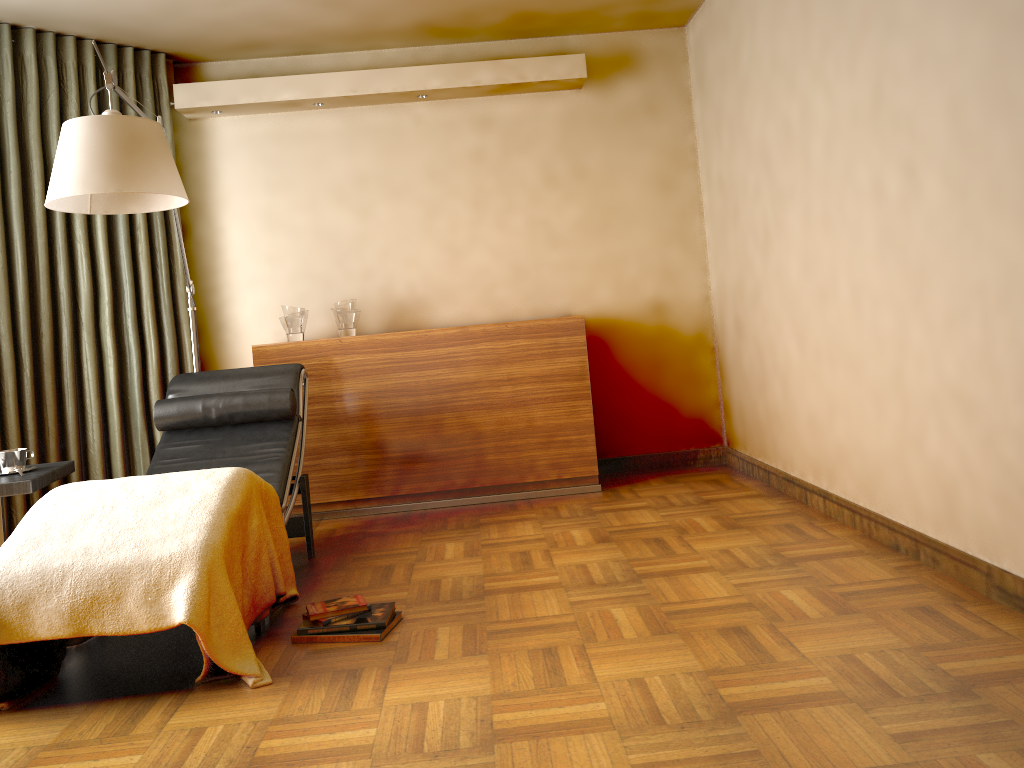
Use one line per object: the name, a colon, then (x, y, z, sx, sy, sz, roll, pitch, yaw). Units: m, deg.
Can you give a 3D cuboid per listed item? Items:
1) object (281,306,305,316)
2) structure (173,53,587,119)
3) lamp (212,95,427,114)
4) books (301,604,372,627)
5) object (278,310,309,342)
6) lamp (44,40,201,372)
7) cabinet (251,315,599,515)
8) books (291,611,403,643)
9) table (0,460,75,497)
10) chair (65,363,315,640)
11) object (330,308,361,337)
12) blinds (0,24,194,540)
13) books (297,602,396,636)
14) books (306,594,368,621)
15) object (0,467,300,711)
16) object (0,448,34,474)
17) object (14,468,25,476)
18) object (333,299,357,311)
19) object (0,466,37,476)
object: (-1.129, -0.336, 4.574, 0.123, 0.150, 0.122, -5, 1, -21)
structure: (-0.692, -1.614, 4.812, 2.179, 0.130, 0.274, -5, 3, -3)
lamp: (-1.039, -1.526, 4.782, 1.158, 0.028, 0.050, -5, 3, -3)
books: (-0.538, 0.700, 2.709, 0.173, 0.018, 0.123, -9, 5, -43)
object: (-1.125, -0.298, 4.573, 0.155, 0.154, 0.156, -4, 2, 44)
lamp: (-1.290, -0.177, 3.479, 0.451, 1.969, 1.415, -5, 0, 1)
cabinet: (-0.438, 0.146, 4.639, 1.674, 0.864, 0.415, -5, 0, -3)
books: (-0.496, 0.738, 2.683, 0.280, 0.022, 0.201, -4, 4, 11)
table: (-1.867, 0.350, 3.069, 0.518, 0.045, 0.499, -6, 4, -11)
chair: (-1.148, 0.373, 3.190, 0.636, 0.797, 1.790, -5, 3, -3)
object: (-0.859, -0.323, 4.587, 0.156, 0.154, 0.155, -5, 1, -12)
blinds: (-2.234, -0.435, 4.087, 0.223, 2.456, 1.538, -6, -1, 42)
books: (-0.501, 0.716, 2.700, 0.264, 0.020, 0.189, -5, 4, 1)
books: (-0.537, 0.682, 2.703, 0.173, 0.018, 0.123, -6, 4, -18)
object: (-1.124, 0.555, 2.658, 0.917, 0.521, 0.909, -5, 2, -2)
object: (-1.764, 0.273, 3.128, 0.098, 0.078, 0.111, -5, 2, -1)
object: (-1.696, 0.302, 3.043, 0.029, 0.019, 0.123, -7, 4, -34)
object: (-0.862, -0.362, 4.588, 0.123, 0.150, 0.122, -5, 1, -23)
object: (-1.761, 0.310, 3.120, 0.150, 0.009, 0.150, -5, 4, 3)
